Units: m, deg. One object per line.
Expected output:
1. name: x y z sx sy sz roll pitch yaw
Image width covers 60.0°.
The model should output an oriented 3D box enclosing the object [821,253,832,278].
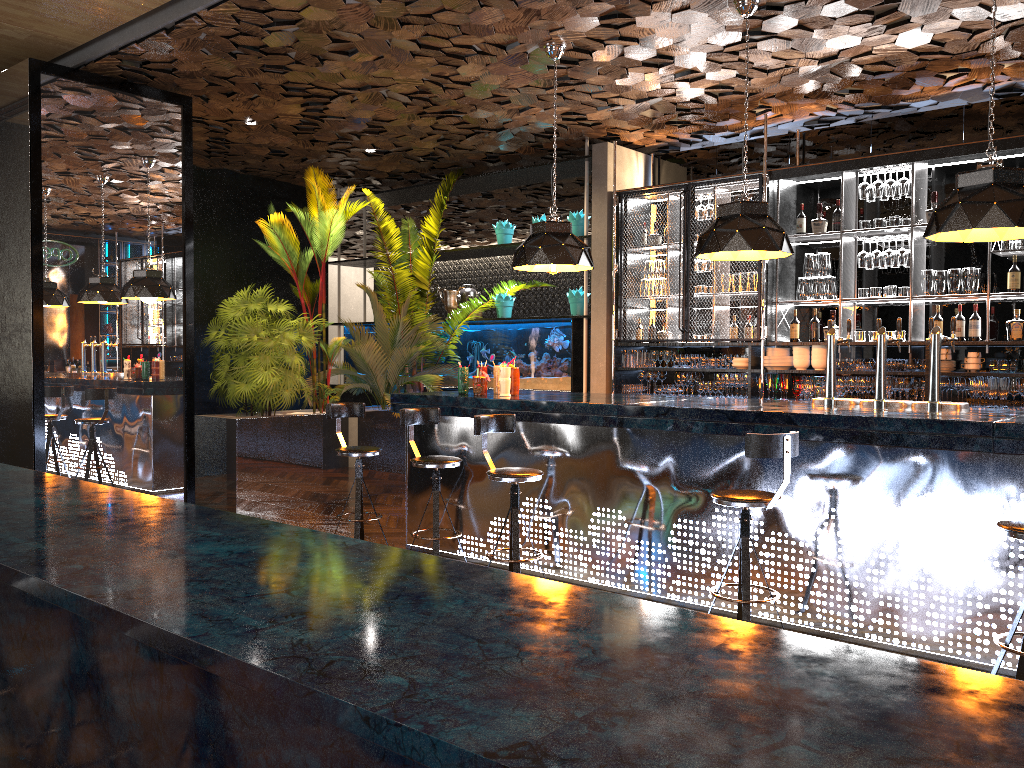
1. object: 2.766 -1.042 7.808 0.105 0.209 0.105 0 2 -5

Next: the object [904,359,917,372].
1. object: 3.185 -0.148 7.083 0.095 0.096 0.095 1 2 14

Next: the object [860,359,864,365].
1. object: 2.983 -0.167 7.621 0.089 0.100 0.100 2 2 34

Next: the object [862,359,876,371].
1. object: 2.958 -0.159 7.356 0.109 0.100 0.109 1 2 23

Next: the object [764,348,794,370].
1. object: 2.377 -0.228 7.920 0.306 0.195 0.300 2 3 42

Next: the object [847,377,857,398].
1. object: 2.830 0.051 7.386 0.084 0.216 0.084 -1 2 -34

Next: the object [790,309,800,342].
1. object: 2.527 -0.517 7.916 0.086 0.299 0.086 0 2 -1

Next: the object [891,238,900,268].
1. object: 3.205 -1.096 7.411 0.092 0.244 0.092 0 2 1

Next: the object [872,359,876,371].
1. object: 3.061 -0.163 7.476 0.109 0.100 0.109 1 2 23

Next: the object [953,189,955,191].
1. object: 3.519 -1.404 7.038 0.083 0.282 0.083 1 2 25

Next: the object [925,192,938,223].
1. object: 3.400 -1.405 7.142 0.123 0.279 0.123 1 2 29

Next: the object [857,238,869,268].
1. object: 2.939 -1.097 7.421 0.092 0.244 0.092 0 2 1

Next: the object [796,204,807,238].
1. object: 2.574 -1.451 7.882 0.086 0.298 0.086 0 2 -1

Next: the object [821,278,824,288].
1. object: 2.727 -0.835 7.860 0.105 0.209 0.105 0 2 -5

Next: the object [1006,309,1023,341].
1. object: 3.858 -0.447 6.777 0.151 0.248 0.094 1 2 29

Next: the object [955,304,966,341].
1. object: 3.567 -0.485 7.066 0.086 0.298 0.086 0 2 -1

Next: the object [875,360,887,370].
1. object: 3.037 -0.156 7.284 0.093 0.099 0.093 -1 2 -33

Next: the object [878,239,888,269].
1. object: 3.130 -1.098 7.475 0.092 0.244 0.092 0 2 1

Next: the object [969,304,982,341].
1. object: 3.642 -0.481 6.971 0.086 0.298 0.086 0 2 -1

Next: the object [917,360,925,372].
1. object: 3.286 -0.147 7.092 0.095 0.096 0.095 -1 2 -26

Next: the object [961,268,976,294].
1. object: 3.569 -0.801 6.936 0.105 0.209 0.105 0 2 -5

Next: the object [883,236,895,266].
1. object: 3.099 -1.092 7.285 0.092 0.244 0.092 0 2 1

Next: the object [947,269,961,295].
1. object: 3.502 -0.804 7.025 0.105 0.209 0.105 0 2 -5

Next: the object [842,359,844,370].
1. object: 2.804 -0.166 7.557 0.100 0.100 0.089 1 2 13

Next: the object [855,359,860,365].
1. object: 2.914 -0.165 7.547 0.100 0.100 0.089 0 2 -8

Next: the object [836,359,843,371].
1. object: 2.736 -0.163 7.466 0.089 0.100 0.100 -2 3 -45

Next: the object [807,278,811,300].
1. object: 2.639 -0.839 7.945 0.105 0.209 0.105 0 2 -5

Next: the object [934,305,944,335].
1. object: 3.430 -0.487 7.149 0.086 0.299 0.086 0 2 -1

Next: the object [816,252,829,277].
1. object: 2.710 -1.040 7.735 0.105 0.209 0.105 0 2 -5

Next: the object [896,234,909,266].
1. object: 3.178 -1.089 7.218 0.092 0.244 0.092 0 2 1

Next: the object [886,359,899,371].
1. object: 3.084 -0.153 7.182 0.093 0.099 0.093 -1 2 -30

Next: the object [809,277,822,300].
1. object: 2.662 -0.833 7.772 0.105 0.209 0.105 0 2 -5

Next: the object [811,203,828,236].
1. object: 2.681 -1.435 7.732 0.123 0.279 0.123 1 2 29

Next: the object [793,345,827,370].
1. object: 2.591 -0.230 7.694 0.309 0.216 0.149 2 2 38

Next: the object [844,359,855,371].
1. object: 2.835 -0.162 7.455 0.100 0.100 0.089 0 2 -13

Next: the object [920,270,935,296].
1. object: 3.339 -0.809 7.127 0.105 0.209 0.105 0 2 -5

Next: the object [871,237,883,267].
1. object: 3.023 -1.095 7.350 0.092 0.244 0.092 0 2 1

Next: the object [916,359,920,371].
1. object: 3.332 -0.154 7.313 0.095 0.096 0.095 -1 2 -33

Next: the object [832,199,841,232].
1. object: 2.810 -1.443 7.645 0.086 0.299 0.086 0 2 -1

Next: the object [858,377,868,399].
1. object: 2.900 0.053 7.328 0.084 0.216 0.084 0 2 -7

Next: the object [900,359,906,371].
1. object: 3.218 -0.157 7.338 0.093 0.099 0.093 1 2 28

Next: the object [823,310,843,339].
1. object: 2.780 -0.498 7.676 0.123 0.279 0.123 -1 2 -36

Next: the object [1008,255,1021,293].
1. object: 3.845 -0.837 6.786 0.086 0.299 0.086 0 2 -1

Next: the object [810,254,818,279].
1. object: 2.684 -1.045 7.893 0.105 0.209 0.105 0 2 -5

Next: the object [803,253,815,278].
1. object: 2.616 -1.043 7.804 0.105 0.209 0.105 0 2 -5

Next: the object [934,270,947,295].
1. object: 3.462 -0.809 7.174 0.105 0.209 0.105 0 2 -5

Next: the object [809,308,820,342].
1. object: 2.653 -0.512 7.768 0.086 0.297 0.086 0 2 -16

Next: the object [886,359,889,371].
1. object: 3.107 -0.159 7.366 0.093 0.099 0.093 1 2 28

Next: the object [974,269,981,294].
1. object: 3.648 -0.803 7.011 0.105 0.209 0.105 0 2 -5

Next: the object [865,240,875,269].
1. object: 3.046 -1.101 7.546 0.092 0.244 0.092 0 2 1

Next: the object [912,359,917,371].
1. object: 3.233 -0.150 7.180 0.095 0.096 0.095 2 2 41

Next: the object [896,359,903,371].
1. object: 3.148 -0.155 7.264 0.093 0.099 0.093 1 2 12

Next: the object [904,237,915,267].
1. object: 3.284 -1.093 7.344 0.092 0.244 0.092 0 2 1
